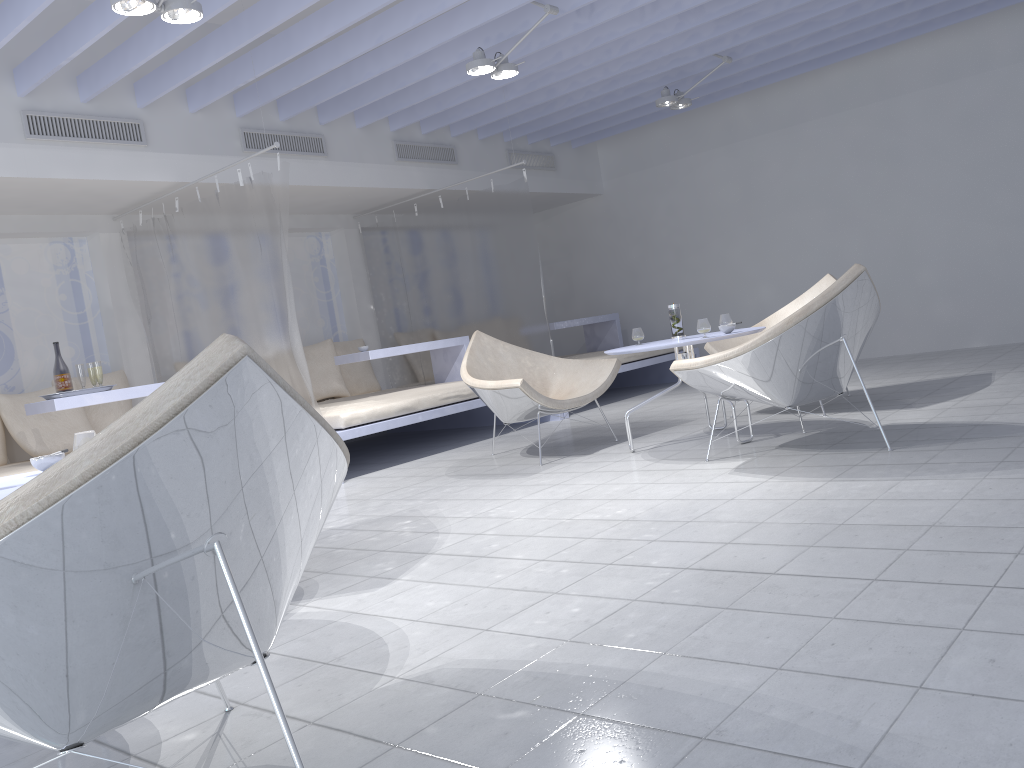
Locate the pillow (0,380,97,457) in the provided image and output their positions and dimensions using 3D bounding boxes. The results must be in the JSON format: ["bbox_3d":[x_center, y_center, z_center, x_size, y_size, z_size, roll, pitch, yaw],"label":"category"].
[{"bbox_3d":[-3.003,0.236,5.758,0.307,0.482,0.528,-7,4,36],"label":"pillow"}]

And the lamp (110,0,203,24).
[{"bbox_3d":[-1.315,-1.655,3.507,0.587,0.218,0.380,-7,4,41],"label":"lamp"}]

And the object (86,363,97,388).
[{"bbox_3d":[-2.444,-0.038,5.176,0.059,0.174,0.059,-9,3,9],"label":"object"}]

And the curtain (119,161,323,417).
[{"bbox_3d":[-1.909,-0.420,5.682,2.050,1.552,0.151,-7,4,41],"label":"curtain"}]

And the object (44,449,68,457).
[{"bbox_3d":[-1.217,0.187,2.370,0.012,0.016,0.098,-9,3,7],"label":"object"}]

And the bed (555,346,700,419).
[{"bbox_3d":[0.328,-0.017,8.260,2.016,0.427,2.200,-7,4,41],"label":"bed"}]

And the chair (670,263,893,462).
[{"bbox_3d":[1.261,-0.095,3.836,0.906,0.759,0.753,-11,4,-31],"label":"chair"}]

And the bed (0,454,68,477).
[{"bbox_3d":[-2.524,0.628,4.944,2.022,0.422,2.200,-7,4,41],"label":"bed"}]

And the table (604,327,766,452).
[{"bbox_3d":[0.925,0.033,4.581,0.825,0.534,0.823,-8,3,18],"label":"table"}]

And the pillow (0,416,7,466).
[{"bbox_3d":[-3.372,0.291,5.413,0.233,0.527,0.537,-8,3,21],"label":"pillow"}]

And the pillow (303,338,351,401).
[{"bbox_3d":[-1.671,-0.093,7.405,0.537,0.527,0.233,-11,4,-29],"label":"pillow"}]

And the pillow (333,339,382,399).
[{"bbox_3d":[-1.410,-0.130,7.747,0.230,0.521,0.524,-7,4,39],"label":"pillow"}]

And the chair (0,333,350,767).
[{"bbox_3d":[-0.591,0.336,1.420,0.753,0.759,0.906,-7,4,36],"label":"chair"}]

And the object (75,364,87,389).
[{"bbox_3d":[-2.486,-0.028,5.127,0.059,0.174,0.059,-9,3,9],"label":"object"}]

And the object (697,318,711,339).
[{"bbox_3d":[0.927,-0.269,4.287,0.068,0.091,0.068,-7,4,31],"label":"object"}]

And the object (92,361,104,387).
[{"bbox_3d":[-2.392,-0.044,5.138,0.059,0.174,0.059,-9,3,9],"label":"object"}]

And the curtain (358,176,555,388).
[{"bbox_3d":[-0.510,-0.717,7.380,1.998,1.559,0.125,-7,4,40],"label":"curtain"}]

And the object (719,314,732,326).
[{"bbox_3d":[1.136,-0.325,4.712,0.068,0.091,0.068,-7,4,31],"label":"object"}]

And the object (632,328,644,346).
[{"bbox_3d":[0.683,-0.257,4.803,0.068,0.091,0.068,-7,4,31],"label":"object"}]

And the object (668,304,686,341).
[{"bbox_3d":[0.853,-0.321,4.604,0.075,0.185,0.075,-9,3,4],"label":"object"}]

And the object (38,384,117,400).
[{"bbox_3d":[-2.476,0.051,5.072,0.275,0.031,0.429,-6,4,43],"label":"object"}]

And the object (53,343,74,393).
[{"bbox_3d":[-2.555,-0.086,5.020,0.092,0.302,0.092,-9,3,8],"label":"object"}]

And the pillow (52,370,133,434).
[{"bbox_3d":[-2.853,0.182,6.074,0.231,0.510,0.572,-6,4,42],"label":"pillow"}]

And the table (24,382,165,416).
[{"bbox_3d":[-2.237,0.243,5.312,0.416,0.450,1.065,-7,4,41],"label":"table"}]

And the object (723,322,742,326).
[{"bbox_3d":[1.080,-0.292,4.344,0.098,0.016,0.012,-7,4,41],"label":"object"}]

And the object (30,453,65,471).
[{"bbox_3d":[-1.223,0.210,2.340,0.082,0.043,0.082,-9,3,9],"label":"object"}]

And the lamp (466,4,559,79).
[{"bbox_3d":[0.028,-1.958,5.079,0.587,0.218,0.380,-7,4,41],"label":"lamp"}]

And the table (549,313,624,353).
[{"bbox_3d":[0.607,-0.399,8.643,0.416,0.450,1.065,-7,4,41],"label":"table"}]

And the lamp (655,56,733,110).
[{"bbox_3d":[1.385,-2.265,6.669,0.587,0.218,0.380,-7,4,41],"label":"lamp"}]

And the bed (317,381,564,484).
[{"bbox_3d":[-1.092,0.304,6.596,2.016,0.427,2.200,-7,4,41],"label":"bed"}]

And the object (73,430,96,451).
[{"bbox_3d":[-1.087,0.167,2.272,0.068,0.091,0.068,-10,3,-20],"label":"object"}]

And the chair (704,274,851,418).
[{"bbox_3d":[1.711,-0.243,5.212,0.753,0.759,0.906,-11,4,-34],"label":"chair"}]

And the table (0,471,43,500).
[{"bbox_3d":[-1.229,0.519,2.060,0.825,0.534,0.823,-7,4,32],"label":"table"}]

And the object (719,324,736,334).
[{"bbox_3d":[1.062,-0.270,4.369,0.082,0.043,0.082,-6,4,43],"label":"object"}]

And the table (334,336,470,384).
[{"bbox_3d":[-0.814,-0.078,6.979,0.416,0.450,1.065,-7,4,41],"label":"table"}]

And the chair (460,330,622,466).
[{"bbox_3d":[0.083,0.027,5.084,0.753,0.759,0.906,-6,4,45],"label":"chair"}]

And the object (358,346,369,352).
[{"bbox_3d":[-1.126,-0.264,6.720,0.082,0.043,0.082,-9,3,2],"label":"object"}]
